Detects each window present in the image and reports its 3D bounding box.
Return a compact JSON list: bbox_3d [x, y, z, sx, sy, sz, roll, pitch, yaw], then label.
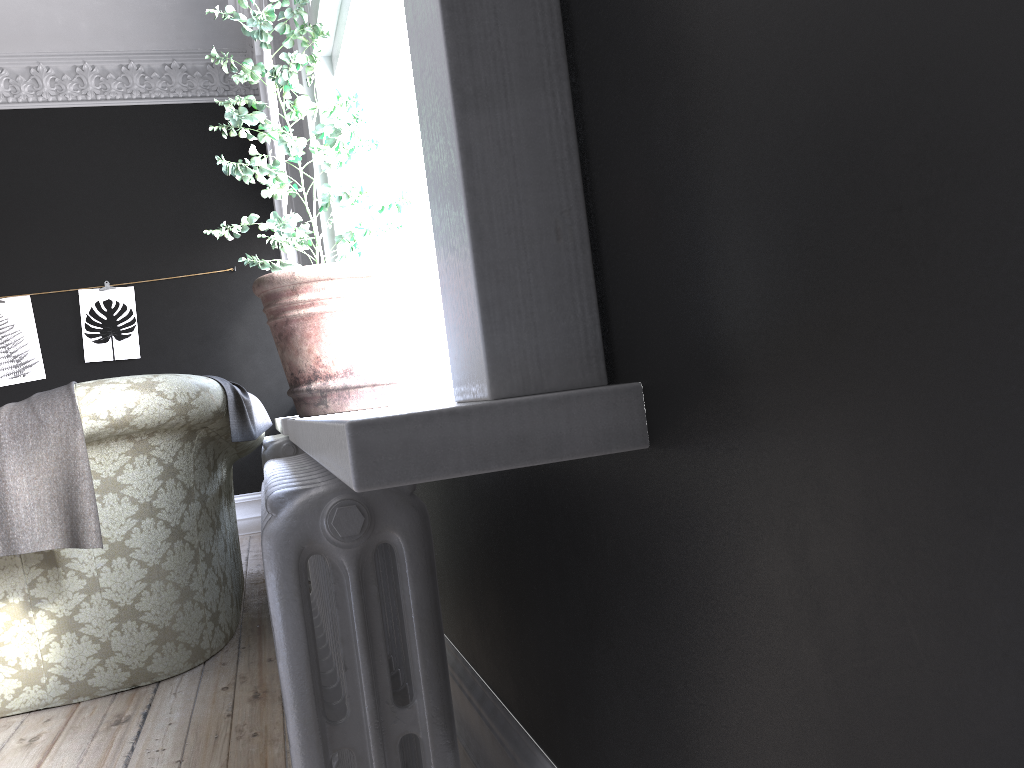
[{"bbox_3d":[-1.095,-1.028,4.483,0.056,1.672,1.263,-8,1,-16],"label":"window"}]

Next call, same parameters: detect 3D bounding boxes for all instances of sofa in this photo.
[{"bbox_3d":[-1.745,0.603,4.321,1.605,1.161,2.814,-7,0,-15],"label":"sofa"}]

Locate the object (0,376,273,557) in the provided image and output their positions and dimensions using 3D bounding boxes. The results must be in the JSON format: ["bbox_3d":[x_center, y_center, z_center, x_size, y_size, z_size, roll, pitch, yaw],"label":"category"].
[{"bbox_3d":[-1.423,0.271,3.417,0.517,0.585,1.365,-7,0,33],"label":"object"}]

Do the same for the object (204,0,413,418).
[{"bbox_3d":[-0.523,-0.488,2.197,0.506,1.134,0.473,-7,1,24],"label":"object"}]

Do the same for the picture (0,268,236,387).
[{"bbox_3d":[-4.333,-0.303,6.627,4.454,0.771,0.058,-7,1,-16],"label":"picture"}]

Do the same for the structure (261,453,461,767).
[{"bbox_3d":[-0.330,0.574,1.778,0.276,0.849,1.141,-8,0,-16],"label":"structure"}]
